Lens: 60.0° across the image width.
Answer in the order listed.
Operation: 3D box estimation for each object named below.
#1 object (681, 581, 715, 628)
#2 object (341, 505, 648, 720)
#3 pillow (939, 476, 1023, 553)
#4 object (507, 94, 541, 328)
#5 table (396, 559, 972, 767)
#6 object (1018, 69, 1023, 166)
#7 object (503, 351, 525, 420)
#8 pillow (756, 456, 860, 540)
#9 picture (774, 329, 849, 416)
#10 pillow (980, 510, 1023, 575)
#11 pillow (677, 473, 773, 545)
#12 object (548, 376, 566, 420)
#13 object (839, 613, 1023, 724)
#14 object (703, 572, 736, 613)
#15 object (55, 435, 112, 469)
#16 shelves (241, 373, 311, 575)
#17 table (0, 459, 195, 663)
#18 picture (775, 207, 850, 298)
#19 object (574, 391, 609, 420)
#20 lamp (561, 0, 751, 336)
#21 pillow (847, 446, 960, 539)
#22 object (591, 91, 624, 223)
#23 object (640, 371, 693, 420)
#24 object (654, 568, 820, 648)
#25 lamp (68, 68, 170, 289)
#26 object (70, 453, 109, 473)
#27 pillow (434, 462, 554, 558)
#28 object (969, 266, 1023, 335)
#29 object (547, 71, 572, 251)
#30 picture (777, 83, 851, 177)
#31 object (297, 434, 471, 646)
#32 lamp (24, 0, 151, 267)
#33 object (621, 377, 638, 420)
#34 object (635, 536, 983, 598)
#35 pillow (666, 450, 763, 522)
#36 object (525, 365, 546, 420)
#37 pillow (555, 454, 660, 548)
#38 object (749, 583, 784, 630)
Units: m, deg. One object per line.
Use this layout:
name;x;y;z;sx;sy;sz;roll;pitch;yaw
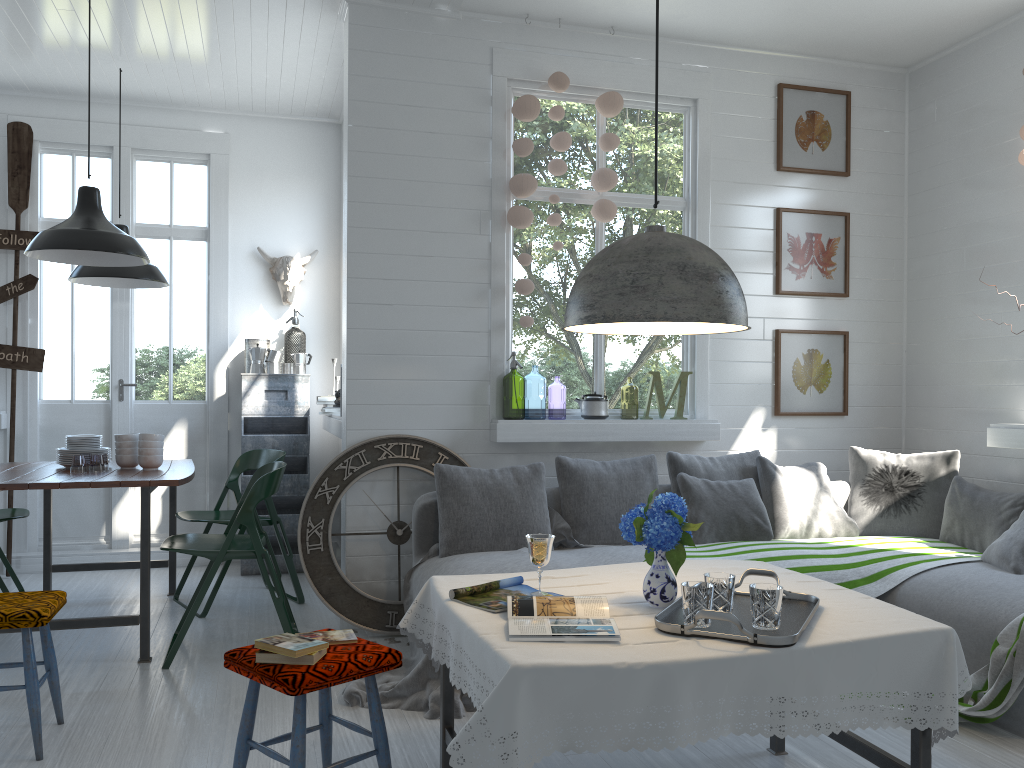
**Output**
object;0.529;0.630;2.532;0.095;0.119;0.095;0;0;8
object;0.002;1.040;4.478;1.212;0.924;1.684;0;0;25
pillow;2.670;0.754;4.969;0.280;0.438;0.495;0;0;-14
object;0.072;-1.042;5.383;0.197;1.404;0.193;1;0;34
table;0.500;1.055;2.888;1.670;0.725;1.327;1;0;-15
object;3.036;-1.344;5.159;0.150;1.089;0.153;0;0;-41
object;0.012;0.008;5.372;0.136;0.415;0.136;0;0;-19
pillow;1.754;0.693;5.389;0.616;0.526;0.344;0;0;-17
picture;2.038;-0.074;6.020;0.555;0.580;0.036;0;0;-16
pillow;2.573;0.713;4.360;0.416;0.463;0.380;0;0;-1
pillow;1.218;0.738;5.151;0.528;0.445;0.277;0;0;-1
object;0.278;0.087;5.460;0.111;0.270;0.111;0;0;2
object;2.219;1.016;3.763;1.580;0.833;0.622;0;0;8
object;0.623;0.633;2.665;0.095;0.119;0.095;0;0;-32
object;-2.558;0.405;5.295;0.305;0.195;0.300;0;0;20
shelves;-1.863;0.683;6.965;0.513;1.515;0.679;0;0;-16
table;-2.470;0.955;5.170;1.171;0.930;1.695;0;0;-19
picture;2.044;-0.888;6.015;0.555;0.580;0.036;0;0;-16
object;0.510;0.133;5.546;0.186;0.174;0.208;1;0;-35
lamp;0.466;-1.198;2.845;0.600;2.044;0.601;1;0;45
pillow;2.392;0.675;5.433;0.638;0.561;0.395;0;0;24
object;0.592;-1.108;5.535;0.200;1.426;0.196;0;0;-6
object;0.986;0.075;5.670;0.330;0.311;0.052;0;0;-6
object;0.686;0.656;2.658;0.398;0.092;0.651;0;-1;26
lamp;-2.733;-1.452;6.184;0.650;1.499;0.650;1;0;29
object;-2.408;0.451;5.065;0.172;0.098;0.241;0;-1;-12
pillow;-0.095;0.695;4.831;0.639;0.522;0.278;0;0;-17
object;2.775;-0.240;4.724;0.635;0.936;0.848;0;0;31
object;0.290;-1.360;5.443;0.150;1.089;0.153;1;0;19
picture;2.049;-1.717;6.010;0.555;0.580;0.036;0;0;-16
object;-0.622;0.862;5.077;1.111;1.138;0.584;0;0;-31
lamp;-2.406;-1.464;5.050;0.650;1.499;0.650;0;0;-20
object;0.743;0.092;5.604;0.111;0.270;0.111;0;0;2
object;1.078;1.117;4.681;3.164;0.473;1.043;1;-1;-16
pillow;1.250;0.684;5.304;0.639;0.561;0.278;0;0;-16
object;0.141;0.053;5.427;0.137;0.335;0.137;0;0;-9
pillow;0.576;0.675;5.121;0.641;0.520;0.280;0;0;-16
object;0.720;0.631;2.513;0.095;0.119;0.095;0;0;8
